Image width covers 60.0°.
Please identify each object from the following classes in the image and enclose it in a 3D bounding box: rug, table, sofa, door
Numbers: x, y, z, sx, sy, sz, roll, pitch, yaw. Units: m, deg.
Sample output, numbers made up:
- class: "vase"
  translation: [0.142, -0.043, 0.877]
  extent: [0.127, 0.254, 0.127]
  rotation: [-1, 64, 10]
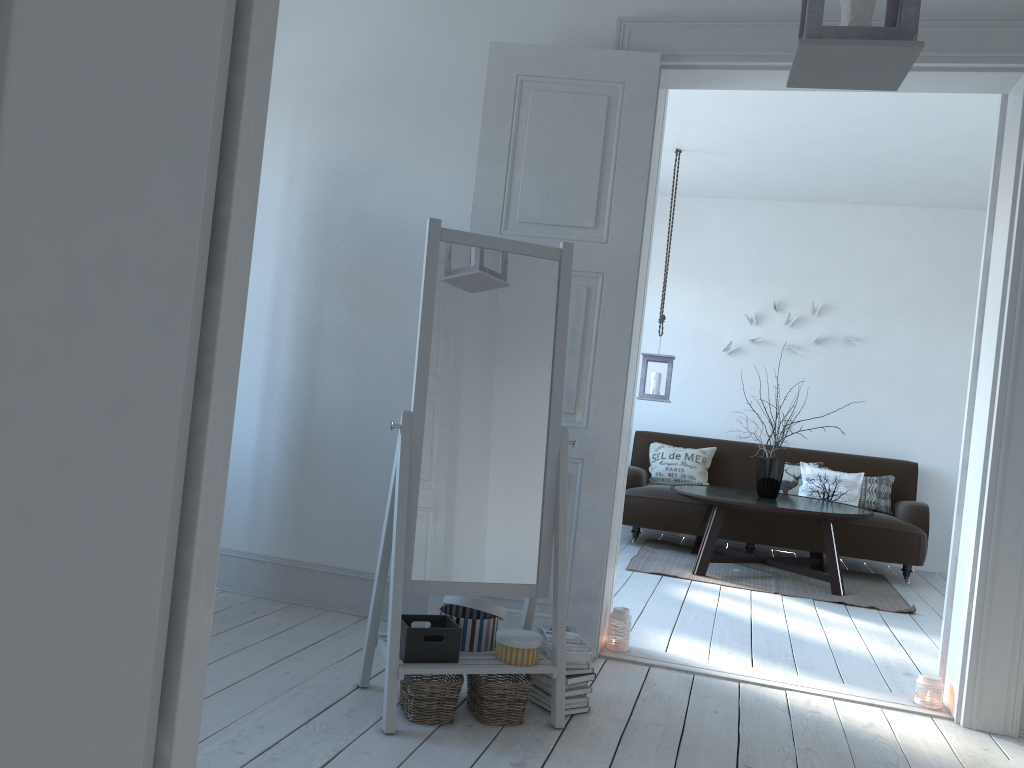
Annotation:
- class: "rug"
  translation: [1.669, 1.234, 5.926]
  extent: [1.709, 0.055, 1.457]
  rotation: [6, -1, 15]
- class: "table"
  translation: [1.686, 1.010, 5.901]
  extent: [1.299, 0.503, 1.300]
  rotation: [6, -1, 5]
- class: "sofa"
  translation: [1.912, 0.875, 6.662]
  extent: [2.164, 0.824, 0.969]
  rotation: [6, -1, 15]
- class: "door"
  translation: [1.110, -0.104, 3.405]
  extent: [2.597, 2.505, 0.578]
  rotation: [6, 0, 15]
- class: "door"
  translation: [0.340, -0.243, 0.491]
  extent: [2.597, 2.505, 0.578]
  rotation: [6, 0, 15]

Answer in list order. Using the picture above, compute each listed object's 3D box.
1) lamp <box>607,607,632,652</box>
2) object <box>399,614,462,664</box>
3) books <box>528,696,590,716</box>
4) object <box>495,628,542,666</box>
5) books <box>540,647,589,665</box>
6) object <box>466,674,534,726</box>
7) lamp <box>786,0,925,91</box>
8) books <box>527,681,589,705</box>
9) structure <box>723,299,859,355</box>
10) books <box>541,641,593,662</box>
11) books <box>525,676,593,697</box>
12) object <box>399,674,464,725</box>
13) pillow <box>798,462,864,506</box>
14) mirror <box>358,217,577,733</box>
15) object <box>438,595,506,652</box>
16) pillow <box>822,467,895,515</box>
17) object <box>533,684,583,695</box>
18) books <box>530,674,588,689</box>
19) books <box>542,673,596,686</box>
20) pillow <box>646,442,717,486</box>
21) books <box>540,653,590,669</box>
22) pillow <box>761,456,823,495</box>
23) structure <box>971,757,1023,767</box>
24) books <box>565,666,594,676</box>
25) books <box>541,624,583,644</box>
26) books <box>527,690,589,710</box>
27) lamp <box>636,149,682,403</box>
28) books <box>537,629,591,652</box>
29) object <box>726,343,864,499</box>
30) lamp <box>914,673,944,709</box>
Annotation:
- class: "lamp"
  translation: [0.433, 0.988, 3.576]
  extent: [0.089, 0.166, 0.089]
  rotation: [6, 0, 14]
- class: "object"
  translation: [-0.256, 0.760, 2.651]
  extent: [0.165, 0.103, 0.155]
  rotation: [7, -1, -20]
- class: "books"
  translation: [0.146, 1.027, 2.863]
  extent: [0.128, 0.016, 0.178]
  rotation: [7, -1, -37]
- class: "object"
  translation: [0.019, 0.805, 2.716]
  extent: [0.142, 0.074, 0.142]
  rotation: [6, -1, -1]
- class: "books"
  translation: [0.158, 0.868, 2.860]
  extent: [0.128, 0.016, 0.180]
  rotation: [6, -1, -14]
- class: "object"
  translation: [-0.049, 0.947, 2.747]
  extent: [0.185, 0.140, 0.295]
  rotation: [6, -1, -13]
- class: "lamp"
  translation: [0.782, -1.516, 1.803]
  extent: [0.228, 1.762, 0.228]
  rotation: [6, 0, 12]
- class: "books"
  translation: [0.144, 0.993, 2.860]
  extent: [0.128, 0.016, 0.180]
  rotation: [7, -1, -30]
- class: "structure"
  translation: [2.233, -0.432, 7.095]
  extent: [1.024, 0.478, 0.085]
  rotation: [6, 0, 15]
- class: "books"
  translation: [0.166, 0.847, 2.852]
  extent: [0.128, 0.026, 0.200]
  rotation: [6, -1, -14]
- class: "books"
  translation: [0.148, 0.965, 2.858]
  extent: [0.132, 0.017, 0.186]
  rotation: [7, -1, -38]
- class: "object"
  translation: [-0.254, 0.924, 2.692]
  extent: [0.185, 0.140, 0.295]
  rotation: [6, -1, -13]
- class: "pillow"
  translation: [2.343, 0.754, 6.544]
  extent: [0.470, 0.309, 0.188]
  rotation: [6, 0, 15]
- class: "mirror"
  translation: [-0.089, 0.257, 2.754]
  extent: [0.611, 1.488, 0.416]
  rotation: [6, 0, -20]
- class: "object"
  translation: [-0.132, 0.750, 2.857]
  extent: [0.207, 0.159, 0.241]
  rotation: [6, -1, 23]
- class: "pillow"
  translation: [2.564, 0.792, 6.600]
  extent: [0.542, 0.288, 0.183]
  rotation: [6, 0, 16]
- class: "object"
  translation: [0.141, 0.977, 2.873]
  extent: [0.111, 0.014, 0.156]
  rotation: [7, -1, -32]
- class: "books"
  translation: [0.142, 0.944, 2.865]
  extent: [0.128, 0.022, 0.166]
  rotation: [7, -1, -41]
- class: "books"
  translation: [0.155, 0.922, 2.854]
  extent: [0.128, 0.022, 0.193]
  rotation: [7, -1, -43]
- class: "pillow"
  translation: [1.317, 0.647, 6.938]
  extent: [0.519, 0.367, 0.239]
  rotation: [6, 0, 15]
- class: "books"
  translation: [0.157, 0.884, 2.862]
  extent: [0.128, 0.016, 0.176]
  rotation: [7, -1, -19]
- class: "pillow"
  translation: [2.081, 0.738, 6.692]
  extent: [0.472, 0.347, 0.158]
  rotation: [6, 0, 13]
- class: "structure"
  translation: [2.116, -0.091, 2.576]
  extent: [1.249, 2.827, 0.800]
  rotation: [6, 0, -30]
- class: "books"
  translation: [0.159, 0.902, 2.863]
  extent: [0.128, 0.016, 0.178]
  rotation: [7, -1, -32]
- class: "books"
  translation: [0.160, 0.809, 2.871]
  extent: [0.111, 0.014, 0.156]
  rotation: [6, -1, -6]
- class: "books"
  translation: [0.143, 1.009, 2.862]
  extent: [0.128, 0.016, 0.176]
  rotation: [7, -1, -34]
- class: "lamp"
  translation: [1.077, -0.759, 6.146]
  extent: [0.228, 1.762, 0.228]
  rotation: [6, 0, 12]
- class: "books"
  translation: [0.163, 0.825, 2.857]
  extent: [0.132, 0.017, 0.187]
  rotation: [6, -1, -12]
- class: "object"
  translation: [1.858, 0.241, 5.812]
  extent: [0.846, 1.066, 0.525]
  rotation: [6, 0, -14]
- class: "lamp"
  translation: [1.538, 1.132, 3.269]
  extent: [0.093, 0.110, 0.094]
  rotation: [6, -1, 32]
